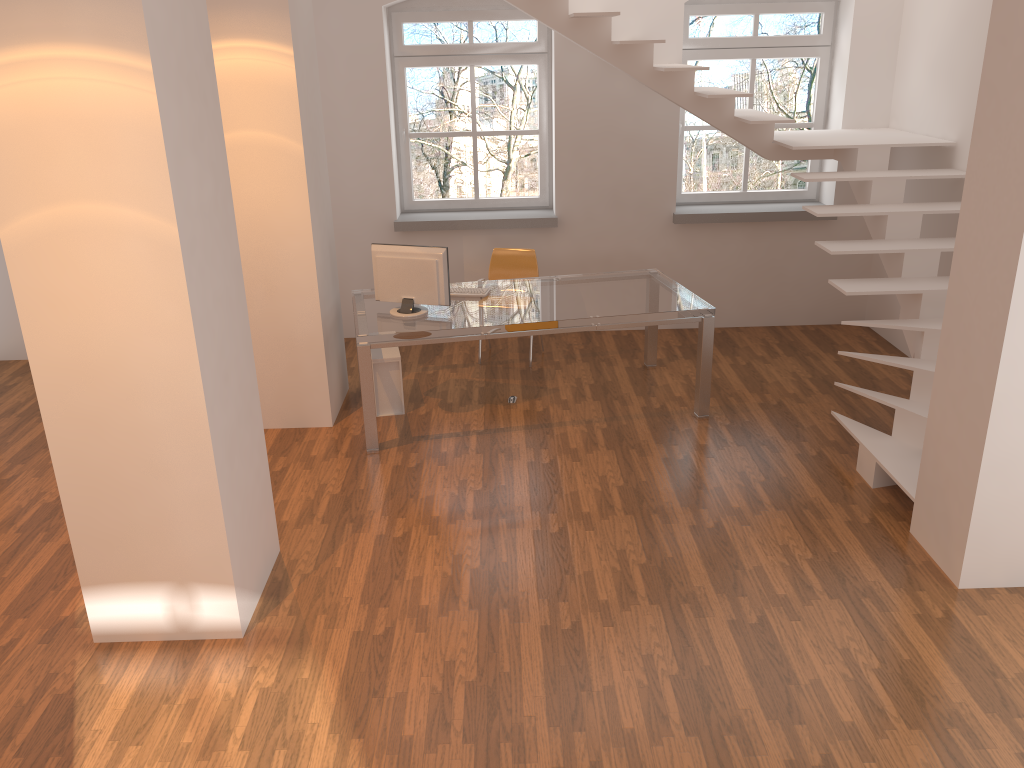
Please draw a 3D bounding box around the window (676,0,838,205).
[{"bbox_3d":[1.969,-2.357,7.328,1.308,1.737,0.142,-2,21,0],"label":"window"}]

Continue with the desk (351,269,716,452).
[{"bbox_3d":[0.089,-0.218,6.026,2.239,0.750,1.092,-5,21,-10],"label":"desk"}]

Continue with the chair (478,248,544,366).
[{"bbox_3d":[-0.023,-0.599,6.895,0.495,0.829,0.464,4,22,14],"label":"chair"}]

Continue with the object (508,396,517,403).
[{"bbox_3d":[0.004,0.105,6.212,0.054,0.035,0.115,2,21,9],"label":"object"}]

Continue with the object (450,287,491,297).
[{"bbox_3d":[-0.388,-0.632,6.046,0.467,0.031,0.200,2,21,9],"label":"object"}]

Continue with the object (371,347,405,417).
[{"bbox_3d":[-0.875,-0.056,6.149,0.200,0.422,0.474,-5,21,-10],"label":"object"}]

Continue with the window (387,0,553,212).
[{"bbox_3d":[-0.323,-2.292,7.309,1.308,1.737,0.142,-2,21,0],"label":"window"}]

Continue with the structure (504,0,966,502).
[{"bbox_3d":[0.732,-1.253,5.506,4.630,3.042,3.450,-2,21,0],"label":"structure"}]

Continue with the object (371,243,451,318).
[{"bbox_3d":[-0.669,-0.654,5.581,0.516,0.418,0.245,10,24,27],"label":"object"}]
